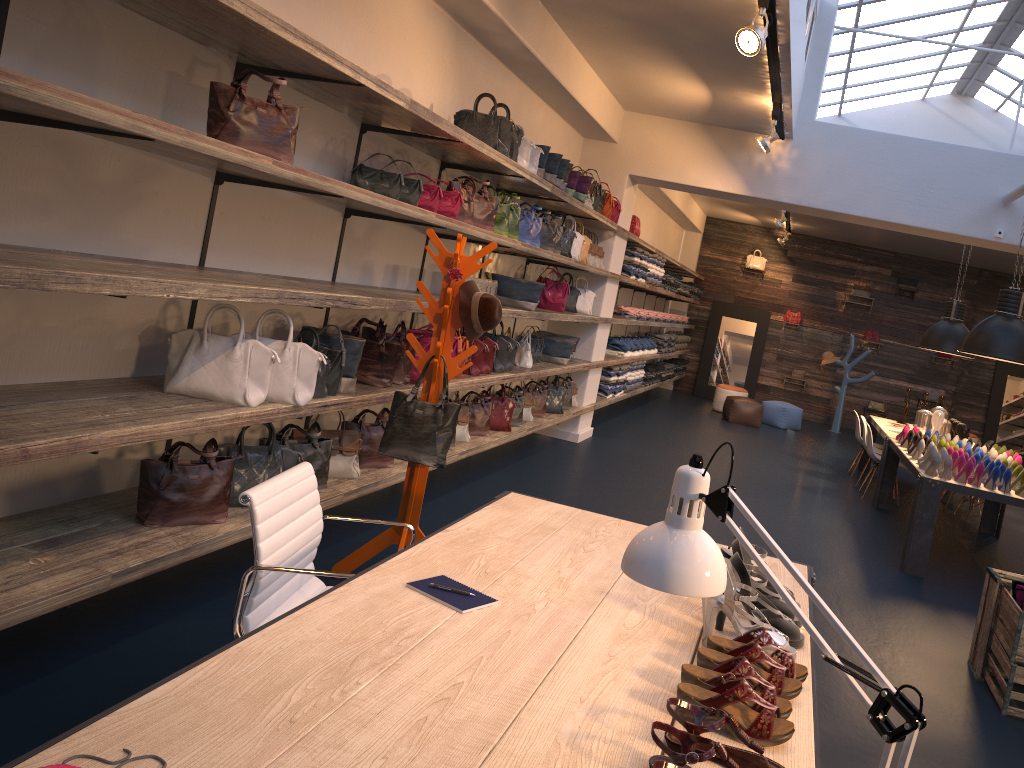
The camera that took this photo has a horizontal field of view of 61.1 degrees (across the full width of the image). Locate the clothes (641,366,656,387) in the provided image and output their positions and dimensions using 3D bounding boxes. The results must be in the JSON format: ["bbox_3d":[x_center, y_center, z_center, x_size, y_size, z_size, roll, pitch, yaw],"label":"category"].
[{"bbox_3d":[1.896,-0.123,12.708,0.357,0.298,0.340,13,5,16],"label":"clothes"}]

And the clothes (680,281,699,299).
[{"bbox_3d":[3.170,-1.707,15.714,0.357,0.298,0.340,13,5,16],"label":"clothes"}]

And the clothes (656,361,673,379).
[{"bbox_3d":[2.569,-0.246,14.989,0.394,0.250,0.367,14,6,23],"label":"clothes"}]

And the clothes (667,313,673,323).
[{"bbox_3d":[2.510,-1.105,14.345,0.313,0.154,0.361,13,6,9],"label":"clothes"}]

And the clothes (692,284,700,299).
[{"bbox_3d":[3.266,-1.727,16.039,0.364,0.298,0.324,12,4,2],"label":"clothes"}]

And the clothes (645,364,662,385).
[{"bbox_3d":[2.098,-0.162,13.356,0.342,0.298,0.317,13,4,14],"label":"clothes"}]

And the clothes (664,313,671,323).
[{"bbox_3d":[2.378,-1.085,14.018,0.329,0.158,0.340,16,7,35],"label":"clothes"}]

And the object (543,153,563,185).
[{"bbox_3d":[0.171,-1.635,6.492,0.403,0.231,0.185,13,4,13],"label":"object"}]

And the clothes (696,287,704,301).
[{"bbox_3d":[3.479,-1.764,16.688,0.336,0.298,0.322,13,5,20],"label":"clothes"}]

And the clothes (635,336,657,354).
[{"bbox_3d":[1.965,-0.597,13.018,0.412,0.239,0.444,13,6,13],"label":"clothes"}]

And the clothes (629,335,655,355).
[{"bbox_3d":[1.834,-0.574,12.621,0.398,0.239,0.458,15,7,29],"label":"clothes"}]

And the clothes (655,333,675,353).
[{"bbox_3d":[2.470,-0.677,14.219,0.371,0.301,0.355,12,5,2],"label":"clothes"}]

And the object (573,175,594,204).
[{"bbox_3d":[0.478,-1.683,7.407,0.403,0.235,0.184,13,4,13],"label":"object"}]

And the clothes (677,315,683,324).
[{"bbox_3d":[2.861,-1.168,15.486,0.329,0.158,0.340,16,7,35],"label":"clothes"}]

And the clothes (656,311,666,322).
[{"bbox_3d":[2.269,-1.064,13.613,0.313,0.154,0.361,13,6,9],"label":"clothes"}]

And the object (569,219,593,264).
[{"bbox_3d":[0.575,-1.330,8.042,0.458,0.385,0.179,8,4,-39],"label":"object"}]

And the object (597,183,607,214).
[{"bbox_3d":[0.743,-1.820,8.466,0.359,0.338,0.227,13,3,19],"label":"object"}]

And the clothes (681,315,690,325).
[{"bbox_3d":[3.228,-1.229,16.527,0.313,0.154,0.361,13,6,9],"label":"clothes"}]

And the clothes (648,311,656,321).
[{"bbox_3d":[1.902,-1.003,12.572,0.329,0.158,0.340,16,7,35],"label":"clothes"}]

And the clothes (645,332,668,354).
[{"bbox_3d":[2.213,-0.633,13.437,0.371,0.301,0.355,12,5,2],"label":"clothes"}]

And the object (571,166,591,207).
[{"bbox_3d":[0.539,-1.749,7.611,0.334,0.334,0.174,13,3,23],"label":"object"}]

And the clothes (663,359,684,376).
[{"bbox_3d":[2.897,-0.295,15.748,0.357,0.298,0.340,13,5,16],"label":"clothes"}]

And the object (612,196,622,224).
[{"bbox_3d":[0.987,-1.811,8.994,0.262,0.310,0.206,10,4,-25],"label":"object"}]

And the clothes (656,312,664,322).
[{"bbox_3d":[2.137,-1.044,13.286,0.329,0.158,0.340,16,7,35],"label":"clothes"}]

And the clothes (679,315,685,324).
[{"bbox_3d":[2.993,-1.189,15.813,0.313,0.154,0.361,13,6,9],"label":"clothes"}]

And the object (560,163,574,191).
[{"bbox_3d":[0.265,-1.658,6.852,0.410,0.235,0.181,12,4,7],"label":"object"}]

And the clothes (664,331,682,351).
[{"bbox_3d":[2.787,-0.770,15.276,0.321,0.341,0.413,13,5,21],"label":"clothes"}]

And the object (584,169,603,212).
[{"bbox_3d":[0.703,-1.806,8.084,0.288,0.409,0.138,12,2,8],"label":"object"}]

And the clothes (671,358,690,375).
[{"bbox_3d":[3.152,-0.345,16.563,0.352,0.297,0.674,13,6,17],"label":"clothes"}]

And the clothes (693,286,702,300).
[{"bbox_3d":[3.373,-1.746,16.363,0.342,0.298,0.317,13,4,14],"label":"clothes"}]

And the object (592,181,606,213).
[{"bbox_3d":[0.701,-1.803,8.273,0.313,0.337,0.266,9,4,-34],"label":"object"}]

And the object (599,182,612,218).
[{"bbox_3d":[0.847,-1.829,8.599,0.269,0.384,0.213,10,3,-28],"label":"object"}]

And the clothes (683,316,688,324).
[{"bbox_3d":[3.096,-1.209,16.200,0.329,0.158,0.340,16,7,35],"label":"clothes"}]

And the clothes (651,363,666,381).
[{"bbox_3d":[2.303,-0.201,14.184,0.394,0.250,0.367,14,6,23],"label":"clothes"}]

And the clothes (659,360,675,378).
[{"bbox_3d":[2.699,-0.268,15.381,0.405,0.250,0.358,13,5,11],"label":"clothes"}]

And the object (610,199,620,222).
[{"bbox_3d":[0.962,-1.784,8.890,0.319,0.283,0.242,8,5,-40],"label":"object"}]

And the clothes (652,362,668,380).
[{"bbox_3d":[2.434,-0.223,14.576,0.405,0.250,0.358,13,5,11],"label":"clothes"}]

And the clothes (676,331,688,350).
[{"bbox_3d":[3.075,-0.820,16.150,0.321,0.341,0.413,13,5,21],"label":"clothes"}]

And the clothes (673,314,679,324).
[{"bbox_3d":[2.745,-1.146,15.059,0.313,0.154,0.361,13,6,9],"label":"clothes"}]

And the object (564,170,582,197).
[{"bbox_3d":[0.356,-1.685,7.218,0.410,0.235,0.181,12,4,7],"label":"object"}]

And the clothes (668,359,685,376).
[{"bbox_3d":[2.993,-0.316,16.073,0.364,0.298,0.324,12,4,2],"label":"clothes"}]

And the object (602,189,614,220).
[{"bbox_3d":[0.885,-1.811,8.731,0.269,0.329,0.213,10,4,-28],"label":"object"}]

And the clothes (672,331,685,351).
[{"bbox_3d":[2.931,-0.795,15.713,0.321,0.341,0.413,13,5,21],"label":"clothes"}]

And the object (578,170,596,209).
[{"bbox_3d":[0.593,-1.758,7.775,0.334,0.334,0.174,13,3,23],"label":"object"}]

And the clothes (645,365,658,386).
[{"bbox_3d":[1.992,-0.144,13.033,0.364,0.298,0.324,12,4,2],"label":"clothes"}]

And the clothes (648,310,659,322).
[{"bbox_3d":[2.034,-1.023,12.899,0.313,0.154,0.361,13,6,9],"label":"clothes"}]

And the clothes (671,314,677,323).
[{"bbox_3d":[2.613,-1.126,14.732,0.329,0.158,0.340,16,7,35],"label":"clothes"}]

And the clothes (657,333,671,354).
[{"bbox_3d":[2.328,-0.664,13.813,0.388,0.316,0.361,12,5,0],"label":"clothes"}]

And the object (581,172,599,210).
[{"bbox_3d":[0.652,-1.771,7.947,0.288,0.351,0.139,12,2,8],"label":"object"}]

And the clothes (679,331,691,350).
[{"bbox_3d":[3.219,-0.844,16.588,0.321,0.341,0.413,13,5,21],"label":"clothes"}]

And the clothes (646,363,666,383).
[{"bbox_3d":[2.205,-0.180,13.681,0.336,0.298,0.322,13,5,20],"label":"clothes"}]

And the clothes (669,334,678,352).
[{"bbox_3d":[2.586,-0.708,14.596,0.388,0.316,0.361,12,5,0],"label":"clothes"}]

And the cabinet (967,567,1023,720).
[{"bbox_3d":[3.584,1.586,3.999,2.643,0.545,0.792,15,6,26],"label":"cabinet"}]

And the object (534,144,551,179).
[{"bbox_3d":[0.110,-1.629,6.304,0.315,0.244,0.196,15,5,32],"label":"object"}]

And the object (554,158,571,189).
[{"bbox_3d":[0.228,-1.644,6.662,0.413,0.231,0.180,12,4,4],"label":"object"}]
